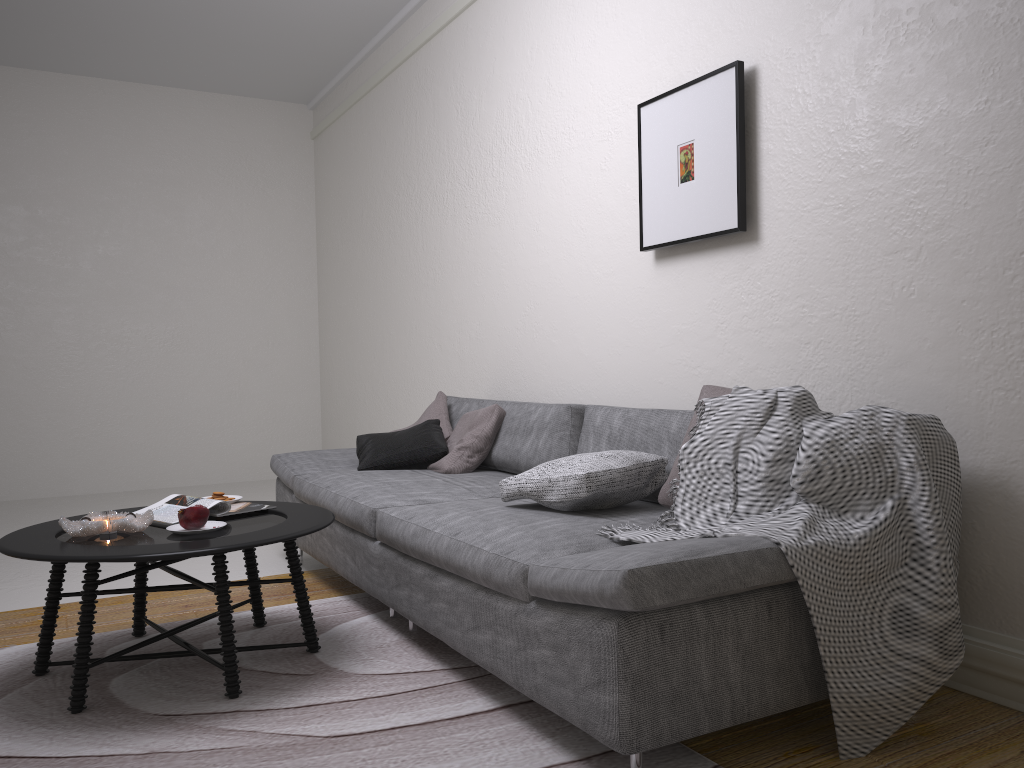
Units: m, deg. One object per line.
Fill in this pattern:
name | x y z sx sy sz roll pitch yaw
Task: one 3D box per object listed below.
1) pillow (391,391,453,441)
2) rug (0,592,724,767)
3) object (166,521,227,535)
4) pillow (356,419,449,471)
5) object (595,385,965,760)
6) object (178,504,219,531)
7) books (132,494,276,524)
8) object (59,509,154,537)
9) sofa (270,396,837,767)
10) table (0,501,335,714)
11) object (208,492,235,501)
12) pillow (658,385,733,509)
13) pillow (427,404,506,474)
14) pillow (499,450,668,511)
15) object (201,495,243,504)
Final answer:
pillow | -0.452 0.264 4.399 0.354 0.448 0.476 -1 1 -8
rug | -0.442 0.873 1.548 1.985 0.008 3.643 -2 1 -29
object | -0.937 0.429 2.635 0.166 0.015 0.169 -1 1 16
pillow | -0.510 0.310 4.086 0.424 0.268 0.399 -1 1 -9
object | 0.666 0.442 2.262 0.870 0.866 0.630 -1 1 27
object | -0.936 0.395 2.622 0.110 0.082 0.089 -1 1 6
books | -1.034 0.400 2.946 0.299 0.048 0.380 0 1 40
object | -1.201 0.412 2.631 0.256 0.062 0.250 -2 1 -21
sofa | -0.006 0.468 3.321 1.121 0.772 3.005 -2 1 -28
table | -1.022 0.653 2.720 0.961 0.449 0.927 -2 1 -31
object | -1.033 0.397 3.109 0.117 0.036 0.122 -1 1 23
pillow | 0.624 0.200 2.528 0.246 0.390 0.419 -2 1 -28
pillow | -0.236 0.248 4.029 0.344 0.318 0.415 -2 1 -29
pillow | 0.228 0.310 2.832 0.414 0.194 0.396 -2 2 -42
object | -1.033 0.410 3.107 0.164 0.015 0.171 0 2 43
